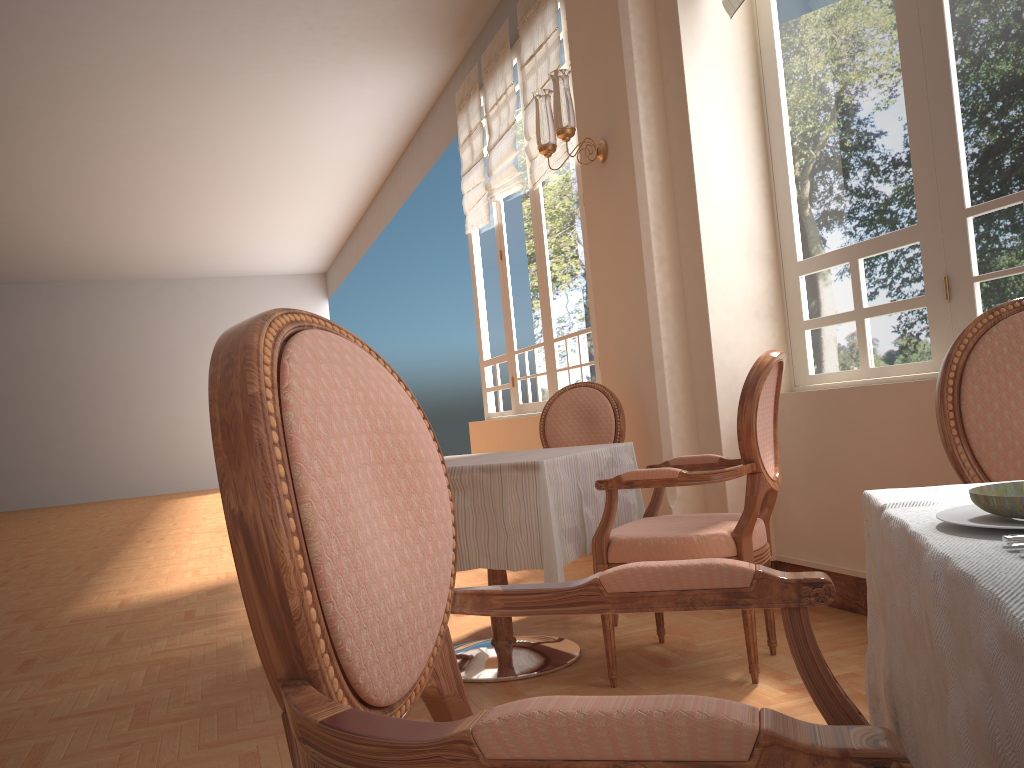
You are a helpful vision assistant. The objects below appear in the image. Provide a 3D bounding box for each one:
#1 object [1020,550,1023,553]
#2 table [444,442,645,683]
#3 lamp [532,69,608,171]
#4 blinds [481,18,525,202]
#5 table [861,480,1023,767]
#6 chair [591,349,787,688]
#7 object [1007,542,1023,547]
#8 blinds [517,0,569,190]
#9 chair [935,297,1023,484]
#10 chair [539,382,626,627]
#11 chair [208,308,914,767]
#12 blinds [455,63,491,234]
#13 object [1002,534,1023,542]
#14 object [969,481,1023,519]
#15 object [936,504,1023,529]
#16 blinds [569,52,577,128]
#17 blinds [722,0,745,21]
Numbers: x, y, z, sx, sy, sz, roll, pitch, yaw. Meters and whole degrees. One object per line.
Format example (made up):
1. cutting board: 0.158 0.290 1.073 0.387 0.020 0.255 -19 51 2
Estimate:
1. object: 0.405 0.105 0.586 0.125 0.006 0.027 -6 -2 14
2. table: -0.055 0.586 2.984 0.829 0.677 0.831 -6 -2 26
3. lamp: 0.266 -1.152 3.922 0.274 0.362 0.320 -5 -2 -19
4. blinds: -0.102 -1.974 6.591 0.085 1.235 0.699 -5 -2 -19
5. table: 0.725 0.420 0.590 0.829 0.680 0.836 -6 -2 15
6. chair: 0.571 0.389 2.690 0.593 0.931 0.521 -6 -2 26
7. object: 0.410 0.107 0.611 0.125 0.002 0.016 -6 -2 15
8. blinds: 0.179 -1.998 5.783 0.054 1.301 0.690 -5 -2 -19
9. chair: 0.889 0.305 1.271 0.521 0.931 0.593 -6 -2 15
10. chair: 0.232 0.456 3.617 0.521 0.931 0.593 -6 -2 26
11. chair: 0.077 0.364 0.790 0.593 0.931 0.521 -6 -2 15
12. blinds: -0.336 -1.895 7.341 0.038 1.292 0.690 -5 -2 -19
13. object: 0.418 0.106 0.630 0.127 0.004 0.013 -6 -2 16
14. object: 0.440 0.097 0.726 0.117 0.024 0.117 -5 -2 -9
15. object: 0.441 0.107 0.725 0.171 0.005 0.171 -6 -2 19
16. blinds: 0.464 -2.018 4.976 0.072 1.376 0.699 -5 -2 -18
17. blinds: 0.908 -2.129 3.167 0.072 1.376 0.844 -5 -2 -18
